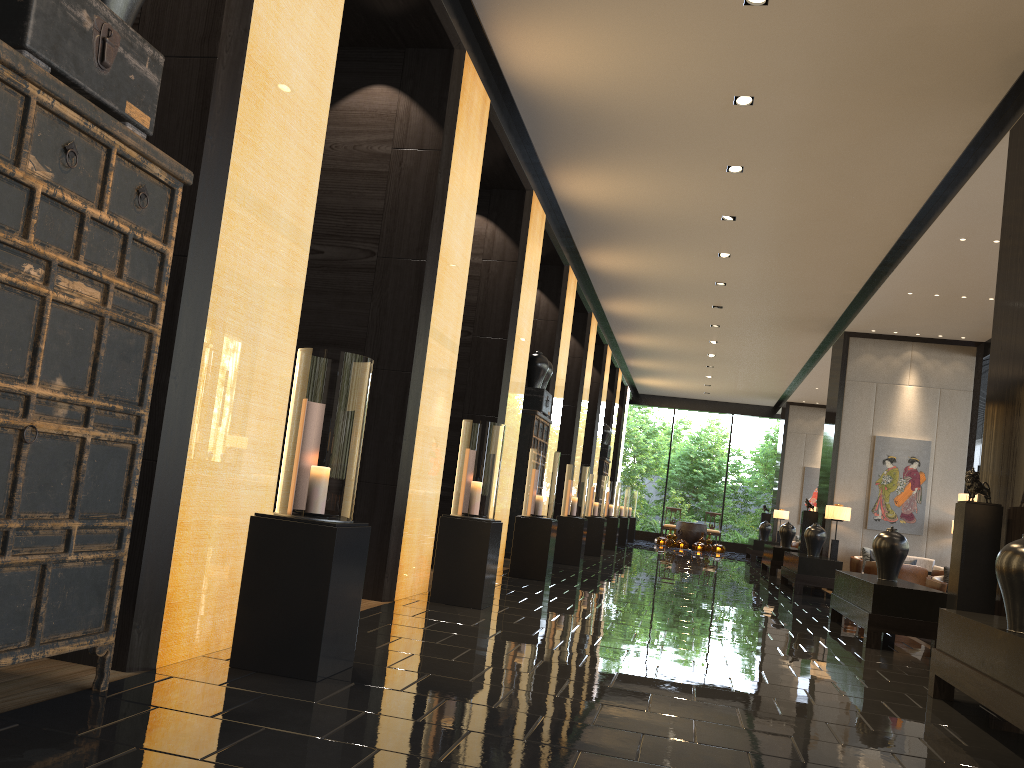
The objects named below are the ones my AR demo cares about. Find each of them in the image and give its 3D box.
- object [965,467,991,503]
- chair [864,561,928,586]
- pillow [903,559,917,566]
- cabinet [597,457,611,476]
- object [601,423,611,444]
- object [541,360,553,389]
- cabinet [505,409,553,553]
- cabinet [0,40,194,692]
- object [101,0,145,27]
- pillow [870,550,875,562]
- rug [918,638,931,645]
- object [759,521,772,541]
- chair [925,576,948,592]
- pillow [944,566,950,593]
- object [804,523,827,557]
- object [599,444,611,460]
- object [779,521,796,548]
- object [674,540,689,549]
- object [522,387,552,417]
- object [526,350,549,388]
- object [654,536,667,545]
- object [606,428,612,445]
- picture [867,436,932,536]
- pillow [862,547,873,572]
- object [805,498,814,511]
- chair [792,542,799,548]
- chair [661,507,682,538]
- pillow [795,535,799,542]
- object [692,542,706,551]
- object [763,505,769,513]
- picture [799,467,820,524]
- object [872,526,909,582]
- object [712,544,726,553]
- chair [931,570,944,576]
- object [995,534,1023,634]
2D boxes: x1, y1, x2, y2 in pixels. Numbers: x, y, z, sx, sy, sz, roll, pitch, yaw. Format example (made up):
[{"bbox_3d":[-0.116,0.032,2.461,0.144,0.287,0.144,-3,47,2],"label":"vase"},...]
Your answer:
[{"bbox_3d":[3.247,0.709,6.174,0.176,0.245,0.116,6,-4,12],"label":"object"},{"bbox_3d":[5.185,2.715,11.957,0.802,0.602,0.610,6,-6,12],"label":"chair"},{"bbox_3d":[5.183,2.487,11.855,0.441,0.337,0.206,5,-5,19],"label":"pillow"},{"bbox_3d":[1.791,2.622,19.907,0.547,1.915,1.194,6,-5,12],"label":"cabinet"},{"bbox_3d":[2.052,1.109,19.858,0.312,0.491,0.312,8,-5,-14],"label":"object"},{"bbox_3d":[0.374,-0.135,11.572,0.312,0.491,0.312,8,-5,-7],"label":"object"},{"bbox_3d":[0.047,1.330,11.298,0.547,1.915,1.194,6,-5,12],"label":"cabinet"},{"bbox_3d":[-1.688,0.045,2.732,0.547,1.915,1.194,6,-5,12],"label":"cabinet"},{"bbox_3d":[-1.361,-1.420,3.007,0.312,0.491,0.312,8,-5,-7],"label":"object"},{"bbox_3d":[5.697,2.751,13.560,0.471,0.359,0.220,6,-5,9],"label":"pillow"},{"bbox_3d":[4.729,2.425,7.686,2.038,0.008,2.256,5,-7,12],"label":"rug"},{"bbox_3d":[6.236,3.608,21.820,0.311,0.491,0.313,4,-5,31],"label":"object"},{"bbox_3d":[4.422,2.203,8.619,0.802,0.602,0.610,6,-6,12],"label":"chair"},{"bbox_3d":[4.473,2.007,8.748,0.398,0.361,0.223,6,-5,13],"label":"pillow"},{"bbox_3d":[4.450,2.284,13.001,0.311,0.491,0.313,4,-5,31],"label":"object"},{"bbox_3d":[2.042,1.533,19.984,0.365,0.313,0.610,6,-6,12],"label":"object"},{"bbox_3d":[5.212,2.849,16.762,0.311,0.491,0.313,4,-5,31],"label":"object"},{"bbox_3d":[4.585,4.318,23.889,0.369,0.228,0.372,3,-7,34],"label":"object"},{"bbox_3d":[0.298,0.241,11.374,0.365,0.313,0.610,6,-6,12],"label":"object"},{"bbox_3d":[0.308,-0.183,11.248,0.312,0.491,0.312,9,-5,-21],"label":"object"},{"bbox_3d":[4.159,4.351,24.571,0.369,0.228,0.372,4,-7,29],"label":"object"},{"bbox_3d":[2.118,1.157,20.182,0.312,0.491,0.312,8,-5,-7],"label":"object"},{"bbox_3d":[6.154,1.608,14.079,0.833,1.496,0.037,6,-4,12],"label":"picture"},{"bbox_3d":[5.632,2.744,13.733,0.433,0.398,0.201,8,-5,-10],"label":"pillow"},{"bbox_3d":[5.015,2.036,14.929,0.161,0.217,0.102,7,-4,0],"label":"object"},{"bbox_3d":[6.970,4.037,20.770,0.802,0.602,0.610,6,-6,12],"label":"chair"},{"bbox_3d":[4.606,4.099,25.523,0.519,1.072,0.539,6,-5,12],"label":"chair"},{"bbox_3d":[7.417,4.067,22.546,0.433,0.398,0.201,8,-5,-10],"label":"pillow"},{"bbox_3d":[5.034,4.362,23.798,0.369,0.228,0.372,5,-6,15],"label":"object"},{"bbox_3d":[6.793,3.337,23.686,0.176,0.245,0.116,6,-5,17],"label":"object"},{"bbox_3d":[7.936,2.928,22.875,0.833,1.496,0.037,6,-4,12],"label":"picture"},{"bbox_3d":[3.457,1.548,8.098,0.312,0.491,0.312,8,-5,-7],"label":"object"},{"bbox_3d":[5.655,4.493,24.235,0.370,0.228,0.371,9,-6,-15],"label":"object"},{"bbox_3d":[6.017,2.795,11.780,0.802,0.602,0.610,6,-6,12],"label":"chair"},{"bbox_3d":[2.480,0.944,4.229,0.311,0.491,0.313,4,-5,31],"label":"object"}]
